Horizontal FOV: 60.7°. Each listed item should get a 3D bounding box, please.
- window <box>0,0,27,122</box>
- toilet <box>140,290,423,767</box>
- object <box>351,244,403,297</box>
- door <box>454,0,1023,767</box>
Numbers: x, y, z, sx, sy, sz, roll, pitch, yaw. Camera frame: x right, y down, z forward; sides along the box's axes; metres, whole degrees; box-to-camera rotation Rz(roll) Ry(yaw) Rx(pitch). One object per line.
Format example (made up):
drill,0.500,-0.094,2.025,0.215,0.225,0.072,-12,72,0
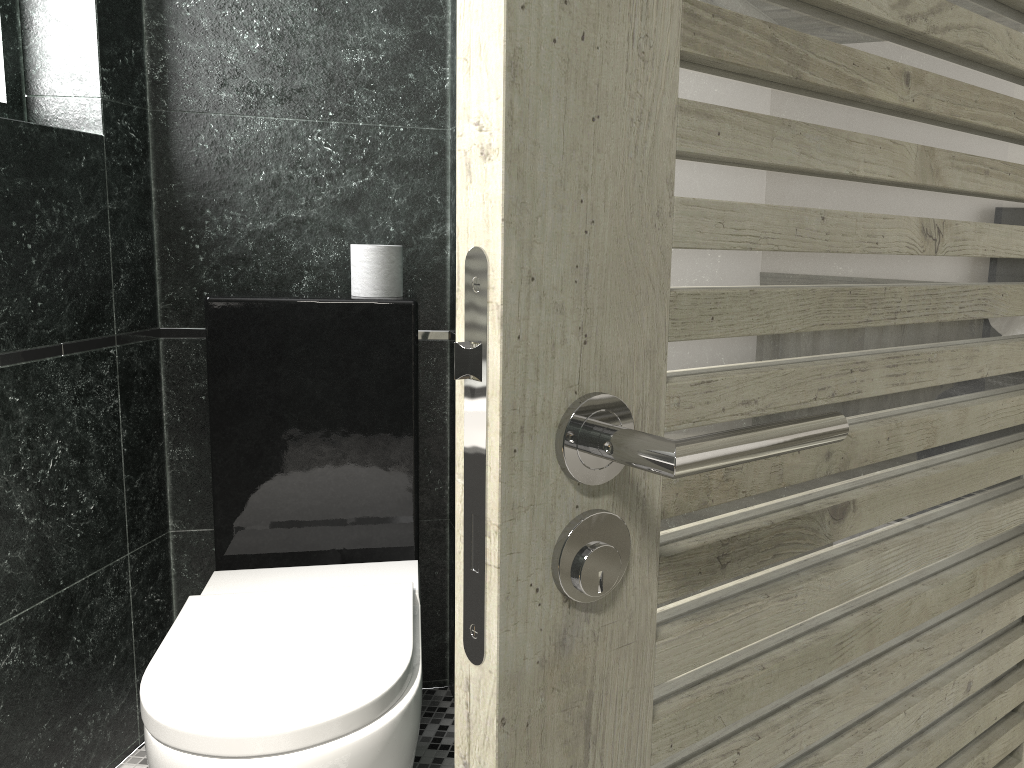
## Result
window,-1.254,-1.028,1.434,0.038,1.067,1.082,3,10,12
toilet,-0.456,0.423,1.922,0.512,1.173,1.054,0,10,-8
object,-0.350,-0.295,2.268,0.121,0.130,0.136,7,11,29
door,0.492,0.003,0.665,1.078,2.510,1.461,0,9,-8
